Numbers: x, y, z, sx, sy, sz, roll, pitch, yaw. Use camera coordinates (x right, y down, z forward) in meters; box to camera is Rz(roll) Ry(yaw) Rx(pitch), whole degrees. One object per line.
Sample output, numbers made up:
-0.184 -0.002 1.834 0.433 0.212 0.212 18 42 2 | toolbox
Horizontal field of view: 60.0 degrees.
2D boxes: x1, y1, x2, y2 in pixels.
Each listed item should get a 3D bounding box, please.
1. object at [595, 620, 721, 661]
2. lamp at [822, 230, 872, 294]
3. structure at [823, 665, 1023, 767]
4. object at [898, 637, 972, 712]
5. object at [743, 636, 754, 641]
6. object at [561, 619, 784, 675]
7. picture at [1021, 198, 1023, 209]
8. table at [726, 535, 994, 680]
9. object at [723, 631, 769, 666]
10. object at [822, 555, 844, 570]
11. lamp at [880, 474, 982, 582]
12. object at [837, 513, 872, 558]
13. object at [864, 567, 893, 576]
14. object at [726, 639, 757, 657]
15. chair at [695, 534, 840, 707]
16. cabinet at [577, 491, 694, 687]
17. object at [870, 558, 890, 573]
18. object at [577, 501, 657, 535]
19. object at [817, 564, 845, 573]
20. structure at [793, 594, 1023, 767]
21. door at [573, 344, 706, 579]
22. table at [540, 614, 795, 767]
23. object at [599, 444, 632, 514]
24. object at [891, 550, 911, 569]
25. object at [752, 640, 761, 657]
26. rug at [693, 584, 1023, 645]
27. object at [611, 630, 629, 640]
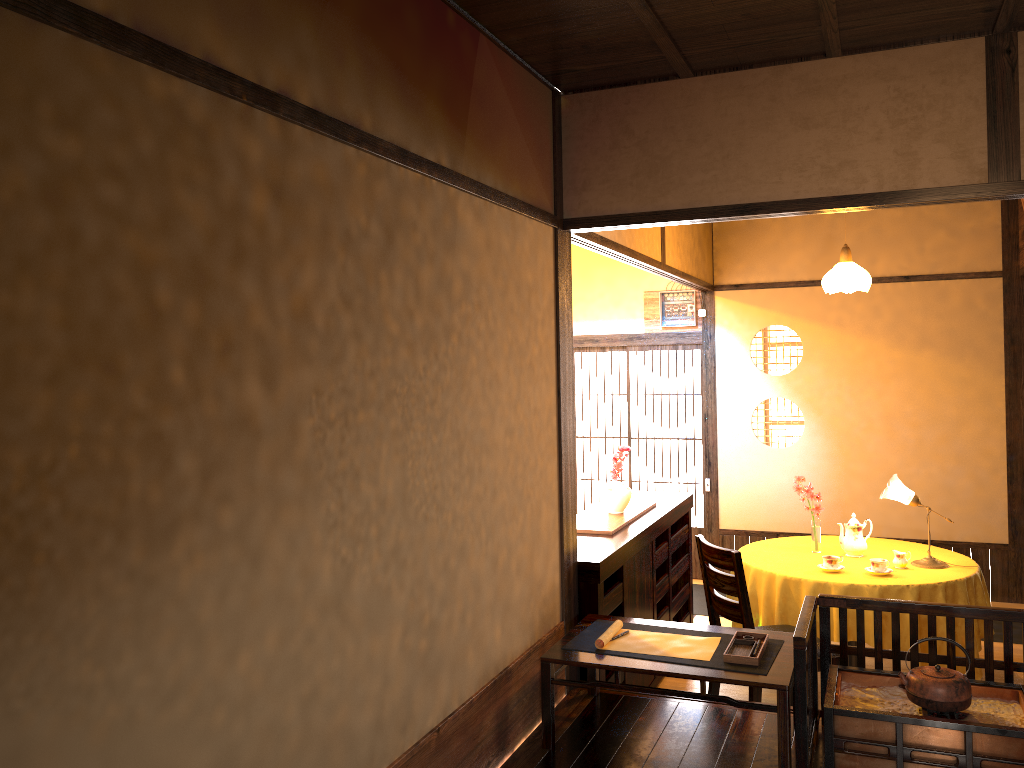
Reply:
0.562 0.974 3.390 0.430 0.038 0.275 -1 1 22 | object
1.957 -0.937 5.207 0.249 0.810 0.277 -1 0 44 | lamp
1.378 1.178 2.918 0.666 0.300 0.453 -1 1 22 | structure
1.398 0.939 2.911 0.198 0.216 0.198 -1 0 -29 | object
0.897 0.972 3.363 0.040 0.021 0.040 -1 1 -15 | object
0.616 0.994 3.382 0.760 0.003 0.405 0 1 25 | object
2.999 -1.057 4.886 0.117 0.565 2.044 -1 1 22 | picture
1.995 1.358 5.173 1.444 0.695 1.443 -1 1 23 | table
0.869 0.976 3.280 0.121 0.028 0.295 -1 1 23 | object
1.748 0.979 4.848 0.090 0.076 0.099 -2 1 -43 | object
2.337 1.103 4.943 0.511 1.203 0.198 -1 0 23 | lamp
2.019 0.883 5.215 0.163 0.253 0.154 -1 0 35 | object
1.969 1.009 4.759 0.144 0.024 0.144 -1 1 -18 | object
0.841 0.976 3.248 0.082 0.019 0.200 -1 1 23 | object
1.258 1.258 4.425 0.577 0.960 0.491 -1 0 -13 | chair
0.587 1.250 5.030 0.489 0.971 2.186 -1 1 22 | cabinet
1.968 0.977 4.755 0.090 0.076 0.099 -1 1 7 | object
0.581 0.754 5.065 0.267 0.020 0.998 -1 1 22 | object
1.746 1.011 4.851 0.144 0.024 0.144 -1 1 -18 | object
1.602 1.072 2.983 1.197 0.500 0.598 -1 1 22 | structure
0.429 0.670 8.056 2.647 2.001 0.066 -1 0 22 | door
0.627 1.163 3.378 0.880 0.336 0.600 -1 1 22 | table
0.632 0.551 5.186 0.189 0.378 0.321 -1 0 31 | object
2.149 0.966 4.899 0.083 0.098 0.078 -1 0 -8 | object
0.906 0.977 3.279 0.012 0.012 0.180 -1 1 22 | object
2.164 1.669 6.625 2.954 0.005 0.902 -1 1 22 | rug
0.426 0.988 3.483 0.012 0.010 0.141 -1 1 38 | object
